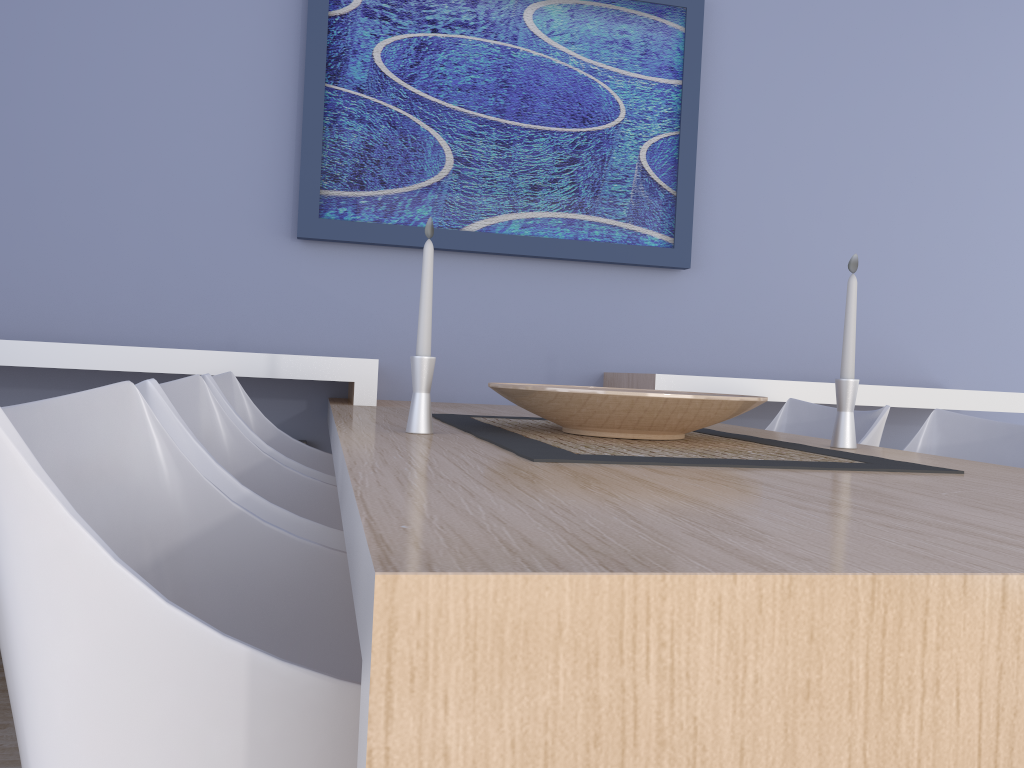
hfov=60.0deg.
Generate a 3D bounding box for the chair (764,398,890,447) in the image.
[{"bbox_3d":[0.633,0.431,2.208,0.486,0.793,0.510,3,1,-12],"label":"chair"}]

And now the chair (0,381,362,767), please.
[{"bbox_3d":[-0.235,0.405,0.808,0.486,0.793,0.510,3,1,-12],"label":"chair"}]

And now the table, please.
[{"bbox_3d":[0.154,0.450,1.699,1.002,0.718,2.340,3,1,-12],"label":"table"}]

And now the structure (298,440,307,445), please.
[{"bbox_3d":[-0.286,0.440,2.751,3.843,0.503,0.064,3,1,-12],"label":"structure"}]

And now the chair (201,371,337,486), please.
[{"bbox_3d":[-0.480,0.379,1.930,0.486,0.793,0.510,3,1,-12],"label":"chair"}]

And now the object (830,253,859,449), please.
[{"bbox_3d":[0.602,-0.060,1.585,0.045,0.349,0.045,3,1,-12],"label":"object"}]

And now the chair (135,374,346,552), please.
[{"bbox_3d":[-0.358,0.392,1.369,0.486,0.793,0.510,3,1,-12],"label":"chair"}]

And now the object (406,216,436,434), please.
[{"bbox_3d":[-0.140,-0.096,1.423,0.045,0.349,0.045,3,1,29],"label":"object"}]

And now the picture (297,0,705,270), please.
[{"bbox_3d":[-0.010,-0.857,2.782,1.252,0.901,0.049,3,1,-12],"label":"picture"}]

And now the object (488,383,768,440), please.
[{"bbox_3d":[0.201,0.050,1.594,0.493,0.081,0.493,3,1,6],"label":"object"}]

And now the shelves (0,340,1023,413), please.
[{"bbox_3d":[-0.308,0.355,2.560,3.901,0.840,0.463,3,1,-12],"label":"shelves"}]

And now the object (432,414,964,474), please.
[{"bbox_3d":[0.203,0.093,1.593,0.594,0.005,0.986,3,1,-13],"label":"object"}]

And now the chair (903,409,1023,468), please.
[{"bbox_3d":[0.757,0.445,1.634,0.486,0.793,0.510,3,1,-12],"label":"chair"}]
